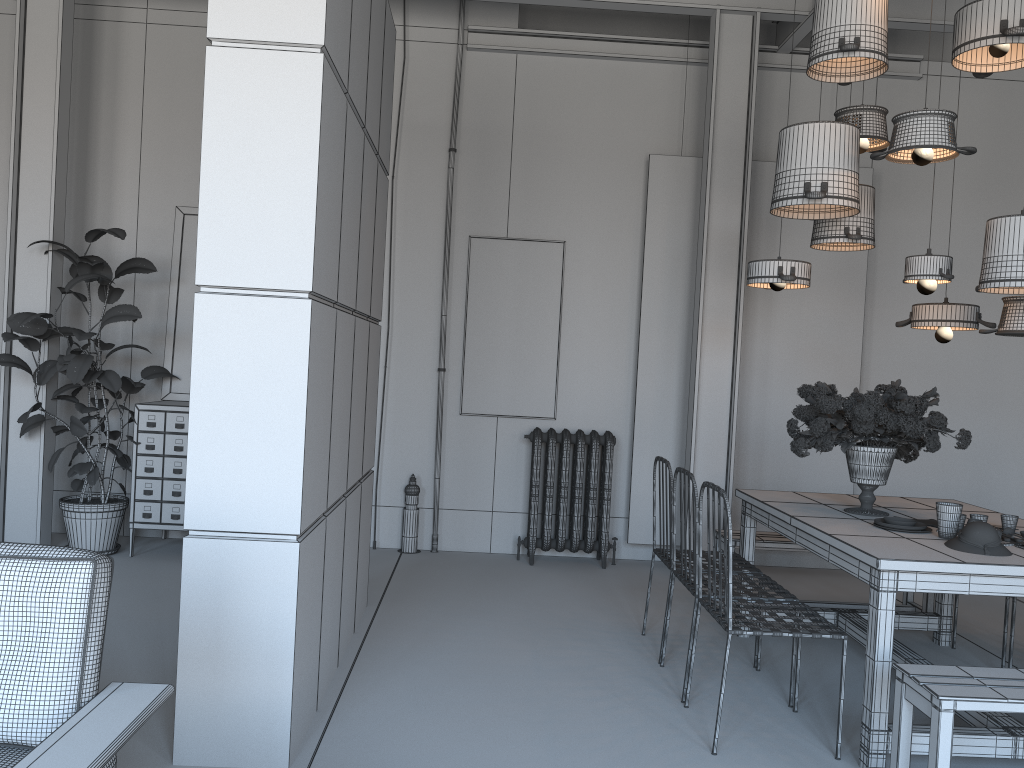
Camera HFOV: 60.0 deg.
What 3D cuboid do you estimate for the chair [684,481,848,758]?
[{"bbox_3d":[1.007,0.896,3.533,0.488,0.975,0.474,3,1,-2],"label":"chair"}]

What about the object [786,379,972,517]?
[{"bbox_3d":[1.687,0.292,4.247,0.782,0.654,0.697,3,1,0],"label":"object"}]

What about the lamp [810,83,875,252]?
[{"bbox_3d":[1.770,-1.491,4.625,0.322,1.553,0.364,4,2,44],"label":"lamp"}]

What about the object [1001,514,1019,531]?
[{"bbox_3d":[2.190,0.618,3.907,0.071,0.076,0.071,2,2,-45],"label":"object"}]

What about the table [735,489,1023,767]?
[{"bbox_3d":[1.866,1.042,4.065,1.239,0.819,1.784,3,1,-2],"label":"table"}]

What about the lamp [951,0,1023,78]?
[{"bbox_3d":[2.321,-1.881,4.189,0.403,0.687,0.505,3,1,-24],"label":"lamp"}]

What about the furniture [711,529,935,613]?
[{"bbox_3d":[1.846,1.161,5.296,1.260,0.478,0.300,3,1,-2],"label":"furniture"}]

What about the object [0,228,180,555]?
[{"bbox_3d":[-2.817,0.051,5.820,0.868,2.157,1.270,3,1,-1],"label":"object"}]

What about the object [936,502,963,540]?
[{"bbox_3d":[1.800,0.566,3.659,0.102,0.146,0.102,2,1,-37],"label":"object"}]

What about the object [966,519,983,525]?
[{"bbox_3d":[1.945,0.602,3.726,0.065,0.064,0.065,3,1,-17],"label":"object"}]

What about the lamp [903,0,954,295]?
[{"bbox_3d":[1.986,-1.329,4.124,0.253,1.831,0.202,4,1,36],"label":"lamp"}]

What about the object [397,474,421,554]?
[{"bbox_3d":[-0.737,0.985,6.558,0.173,0.647,0.206,4,1,33],"label":"object"}]

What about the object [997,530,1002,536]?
[{"bbox_3d":[1.979,0.617,3.628,0.044,0.043,0.043,2,1,-30],"label":"object"}]

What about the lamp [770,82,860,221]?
[{"bbox_3d":[1.500,-1.551,4.273,0.470,1.447,0.415,2,1,-31],"label":"lamp"}]

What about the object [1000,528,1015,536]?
[{"bbox_3d":[2.115,0.634,3.852,0.054,0.037,0.121,3,1,-23],"label":"object"}]

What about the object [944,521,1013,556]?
[{"bbox_3d":[1.807,0.636,3.440,0.236,0.211,0.260,3,1,16],"label":"object"}]

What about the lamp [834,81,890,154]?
[{"bbox_3d":[1.791,-1.717,4.506,0.301,1.094,0.359,3,1,16],"label":"lamp"}]

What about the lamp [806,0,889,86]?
[{"bbox_3d":[1.518,-1.833,3.951,0.392,0.870,0.346,2,1,-31],"label":"lamp"}]

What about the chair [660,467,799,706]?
[{"bbox_3d":[0.990,0.885,4.042,0.488,0.975,0.474,3,1,-2],"label":"chair"}]

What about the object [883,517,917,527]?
[{"bbox_3d":[1.690,0.605,3.865,0.135,0.029,0.135,3,1,-9],"label":"object"}]

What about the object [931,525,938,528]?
[{"bbox_3d":[1.936,0.633,4.005,0.182,0.014,0.185,3,1,-18],"label":"object"}]

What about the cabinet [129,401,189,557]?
[{"bbox_3d":[-2.139,0.657,6.212,0.796,1.026,0.668,3,1,-2],"label":"cabinet"}]

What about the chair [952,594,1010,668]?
[{"bbox_3d":[2.671,0.964,4.598,0.488,0.975,0.474,3,1,-2],"label":"chair"}]

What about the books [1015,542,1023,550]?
[{"bbox_3d":[2.118,0.640,3.425,0.202,0.041,0.249,3,1,-4],"label":"books"}]

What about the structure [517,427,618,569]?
[{"bbox_3d":[0.422,0.828,6.451,0.733,1.007,0.328,3,1,-2],"label":"structure"}]

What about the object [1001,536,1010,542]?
[{"bbox_3d":[2.043,0.633,3.703,0.024,0.015,0.249,3,1,18],"label":"object"}]

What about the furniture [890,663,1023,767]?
[{"bbox_3d":[1.899,1.212,2.856,1.260,0.478,0.300,3,1,-2],"label":"furniture"}]

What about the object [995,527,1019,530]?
[{"bbox_3d":[2.191,0.648,3.976,0.174,0.014,0.021,3,1,-7],"label":"object"}]

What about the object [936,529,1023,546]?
[{"bbox_3d":[1.980,0.641,3.732,0.213,0.012,0.335,3,1,-25],"label":"object"}]

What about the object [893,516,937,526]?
[{"bbox_3d":[1.856,0.627,4.033,0.182,0.016,0.179,3,1,3],"label":"object"}]

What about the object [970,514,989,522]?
[{"bbox_3d":[1.991,0.597,3.785,0.071,0.076,0.071,4,1,23],"label":"object"}]

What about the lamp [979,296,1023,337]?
[{"bbox_3d":[2.395,-1.218,3.977,0.359,2.004,0.301,3,1,-4],"label":"lamp"}]

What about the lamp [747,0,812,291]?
[{"bbox_3d":[1.450,-1.386,4.659,0.323,1.798,0.404,2,1,-34],"label":"lamp"}]

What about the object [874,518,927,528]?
[{"bbox_3d":[1.682,0.611,3.841,0.211,0.024,0.211,4,1,41],"label":"object"}]

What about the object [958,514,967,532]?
[{"bbox_3d":[1.895,0.592,3.779,0.071,0.076,0.071,3,1,-5],"label":"object"}]

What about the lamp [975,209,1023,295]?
[{"bbox_3d":[2.148,-1.305,3.646,0.312,1.845,0.352,4,1,24],"label":"lamp"}]

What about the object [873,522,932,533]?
[{"bbox_3d":[1.689,0.623,3.835,0.236,0.015,0.236,2,1,-29],"label":"object"}]

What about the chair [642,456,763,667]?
[{"bbox_3d":[0.974,0.874,4.538,0.488,0.975,0.474,3,1,-2],"label":"chair"}]

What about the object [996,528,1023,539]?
[{"bbox_3d":[2.087,0.629,3.691,0.021,0.026,0.173,3,1,-18],"label":"object"}]

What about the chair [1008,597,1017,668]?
[{"bbox_3d":[2.687,0.975,4.089,0.488,0.975,0.474,3,1,-2],"label":"chair"}]

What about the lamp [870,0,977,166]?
[{"bbox_3d":[1.813,-1.597,3.840,0.359,1.306,0.301,3,1,-9],"label":"lamp"}]

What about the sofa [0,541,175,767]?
[{"bbox_3d":[-1.982,0.785,1.719,2.347,0.948,0.952,3,1,-2],"label":"sofa"}]

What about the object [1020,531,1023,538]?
[{"bbox_3d":[2.212,0.645,3.732,0.133,0.029,0.133,2,2,-44],"label":"object"}]

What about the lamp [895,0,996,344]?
[{"bbox_3d":[2.323,-1.224,4.645,0.404,2.026,0.323,3,1,1],"label":"lamp"}]

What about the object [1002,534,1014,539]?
[{"bbox_3d":[2.032,0.629,3.694,0.021,0.019,0.174,3,1,-5],"label":"object"}]

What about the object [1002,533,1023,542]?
[{"bbox_3d":[2.064,0.632,3.689,0.024,0.017,0.249,3,1,8],"label":"object"}]

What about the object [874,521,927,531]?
[{"bbox_3d":[1.681,0.616,3.841,0.211,0.024,0.211,3,1,17],"label":"object"}]
